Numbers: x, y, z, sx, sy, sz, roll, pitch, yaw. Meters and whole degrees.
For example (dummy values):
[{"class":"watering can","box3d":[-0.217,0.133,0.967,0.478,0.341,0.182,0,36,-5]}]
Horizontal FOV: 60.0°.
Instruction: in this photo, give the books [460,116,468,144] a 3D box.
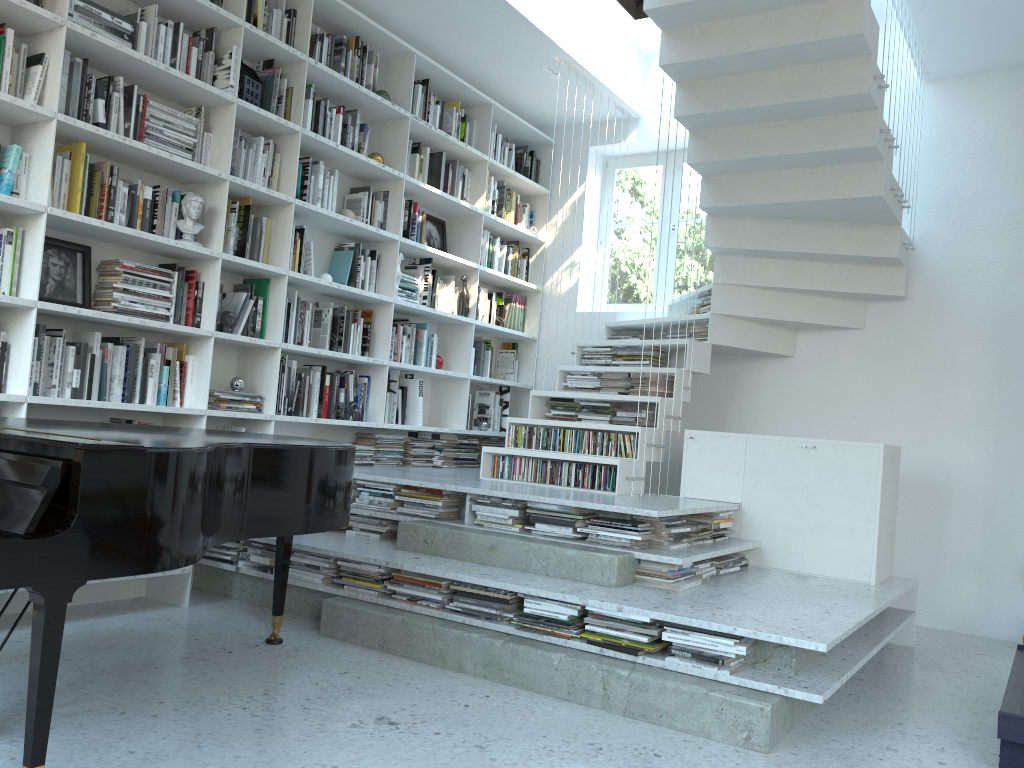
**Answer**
[{"class":"books","box3d":[-0.387,-1.661,5.932,0.186,0.235,0.018,3,-3,32]}]

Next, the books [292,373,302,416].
[{"class":"books","box3d":[-1.222,0.054,4.781,0.162,0.231,0.065,3,-3,32]}]

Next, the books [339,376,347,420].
[{"class":"books","box3d":[-1.024,0.079,5.102,0.164,0.249,0.012,3,-3,32]}]

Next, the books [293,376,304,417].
[{"class":"books","box3d":[-1.203,0.065,4.814,0.175,0.217,0.011,3,-3,32]}]

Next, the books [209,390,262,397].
[{"class":"books","box3d":[-1.397,0.044,4.396,0.161,0.012,0.254,2,-4,41]}]

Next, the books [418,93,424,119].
[{"class":"books","box3d":[-0.627,-1.698,5.567,0.148,0.231,0.031,3,-3,32]}]

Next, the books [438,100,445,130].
[{"class":"books","box3d":[-0.522,-1.694,5.734,0.164,0.257,0.030,3,-3,32]}]

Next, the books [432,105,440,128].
[{"class":"books","box3d":[-0.551,-1.672,5.669,0.190,0.202,0.024,3,-3,32]}]

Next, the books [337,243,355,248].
[{"class":"books","box3d":[-0.972,-0.672,5.144,0.135,0.290,0.016,3,-3,32]}]

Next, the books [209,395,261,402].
[{"class":"books","box3d":[-1.397,0.068,4.394,0.161,0.012,0.254,3,-4,32]}]

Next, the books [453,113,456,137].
[{"class":"books","box3d":[-0.450,-1.664,5.836,0.182,0.220,0.008,3,-3,32]}]

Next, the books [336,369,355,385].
[{"class":"books","box3d":[-0.983,0.063,5.172,0.134,0.293,0.013,3,-3,32]}]

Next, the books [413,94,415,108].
[{"class":"books","box3d":[-0.679,-1.707,5.480,0.168,0.231,0.024,3,-3,32]}]

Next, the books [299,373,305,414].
[{"class":"books","box3d":[-1.200,0.057,4.837,0.142,0.234,0.029,3,-3,32]}]

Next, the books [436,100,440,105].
[{"class":"books","box3d":[-0.544,-1.695,5.723,0.161,0.254,0.012,3,-3,32]}]

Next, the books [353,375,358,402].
[{"class":"books","box3d":[-0.976,0.079,5.187,0.150,0.264,0.021,3,-3,32]}]

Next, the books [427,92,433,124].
[{"class":"books","box3d":[-0.585,-1.708,5.620,0.168,0.262,0.014,3,-3,32]}]

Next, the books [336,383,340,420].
[{"class":"books","box3d":[-1.051,0.094,5.068,0.135,0.211,0.022,3,-3,32]}]

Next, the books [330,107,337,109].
[{"class":"books","box3d":[-1.040,-1.415,4.991,0.120,0.271,0.010,3,-3,32]}]

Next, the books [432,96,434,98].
[{"class":"books","box3d":[-0.572,-1.701,5.659,0.151,0.254,0.021,3,-3,32]}]

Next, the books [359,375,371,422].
[{"class":"books","box3d":[-0.915,0.085,5.265,0.171,0.272,0.025,3,-3,32]}]

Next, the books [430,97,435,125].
[{"class":"books","box3d":[-0.577,-1.693,5.635,0.172,0.236,0.022,3,-3,32]}]

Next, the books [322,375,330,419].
[{"class":"books","box3d":[-1.104,0.067,4.957,0.184,0.244,0.031,3,-3,32]}]

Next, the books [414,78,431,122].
[{"class":"books","box3d":[-0.602,-1.746,5.583,0.180,0.332,0.014,3,-3,32]}]

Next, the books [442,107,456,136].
[{"class":"books","box3d":[-0.453,-1.683,5.824,0.169,0.256,0.019,3,-3,32]}]

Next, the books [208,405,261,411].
[{"class":"books","box3d":[-1.410,0.116,4.399,0.159,0.012,0.285,2,-4,37]}]

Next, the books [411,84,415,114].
[{"class":"books","box3d":[-0.685,-1.715,5.454,0.184,0.241,0.026,3,-3,32]}]

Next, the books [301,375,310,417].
[{"class":"books","box3d":[-1.183,0.063,4.857,0.159,0.228,0.024,3,-3,32]}]

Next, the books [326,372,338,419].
[{"class":"books","box3d":[-1.068,0.064,5.023,0.173,0.262,0.026,3,-3,32]}]

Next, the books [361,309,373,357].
[{"class":"books","box3d":[-0.896,-0.294,5.252,0.162,0.295,0.007,3,-3,32]}]

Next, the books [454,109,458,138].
[{"class":"books","box3d":[-0.443,-1.678,5.856,0.189,0.251,0.016,3,-3,32]}]

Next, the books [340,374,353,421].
[{"class":"books","box3d":[-0.998,0.074,5.132,0.186,0.266,0.070,3,-3,32]}]

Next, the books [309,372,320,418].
[{"class":"books","box3d":[-1.144,0.056,4.893,0.181,0.252,0.025,3,-3,32]}]

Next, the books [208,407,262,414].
[{"class":"books","box3d":[-1.407,0.129,4.395,0.159,0.012,0.285,3,-4,35]}]

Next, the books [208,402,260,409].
[{"class":"books","box3d":[-1.407,0.105,4.398,0.161,0.012,0.254,2,-4,38]}]

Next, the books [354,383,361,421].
[{"class":"books","box3d":[-0.959,0.104,5.194,0.168,0.220,0.013,3,-3,32]}]

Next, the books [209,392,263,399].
[{"class":"books","box3d":[-1.403,0.056,4.400,0.159,0.012,0.285,2,-4,36]}]

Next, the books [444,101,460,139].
[{"class":"books","box3d":[-0.424,-1.710,5.881,0.165,0.320,0.007,3,-3,32]}]

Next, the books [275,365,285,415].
[{"class":"books","box3d":[-1.277,0.028,4.662,0.186,0.262,0.023,3,-3,32]}]

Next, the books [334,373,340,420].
[{"class":"books","box3d":[-1.060,0.066,5.048,0.169,0.263,0.026,3,-3,32]}]

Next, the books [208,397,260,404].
[{"class":"books","box3d":[-1.407,0.080,4.400,0.161,0.012,0.254,2,-4,37]}]

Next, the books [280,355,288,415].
[{"class":"books","box3d":[-1.267,0.002,4.678,0.186,0.316,0.010,3,-3,32]}]

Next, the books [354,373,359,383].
[{"class":"books","box3d":[-0.971,0.073,5.219,0.143,0.282,0.012,3,-3,32]}]

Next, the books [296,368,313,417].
[{"class":"books","box3d":[-1.169,0.045,4.872,0.171,0.267,0.014,3,-3,32]}]

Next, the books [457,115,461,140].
[{"class":"books","box3d":[-0.418,-1.662,5.881,0.170,0.225,0.007,3,-3,32]}]

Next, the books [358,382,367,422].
[{"class":"books","box3d":[-0.937,0.103,5.217,0.175,0.228,0.025,3,-3,32]}]

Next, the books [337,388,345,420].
[{"class":"books","box3d":[-1.034,0.111,5.084,0.169,0.181,0.025,3,-3,32]}]

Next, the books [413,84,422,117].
[{"class":"books","box3d":[-0.644,-1.725,5.534,0.150,0.278,0.048,3,-3,32]}]

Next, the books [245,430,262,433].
[{"class":"books","box3d":[-1.334,0.375,4.450,0.172,0.285,0.021,3,-3,32]}]

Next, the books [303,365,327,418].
[{"class":"books","box3d":[-1.110,0.041,4.939,0.175,0.293,0.012,3,-3,32]}]

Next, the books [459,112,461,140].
[{"class":"books","box3d":[-0.414,-1.672,5.900,0.164,0.248,0.031,3,-3,32]}]

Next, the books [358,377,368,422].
[{"class":"books","box3d":[-0.928,0.090,5.243,0.156,0.258,0.026,3,-3,32]}]

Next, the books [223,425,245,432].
[{"class":"books","box3d":[-1.396,0.359,4.386,0.149,0.300,0.032,3,-3,32]}]

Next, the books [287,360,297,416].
[{"class":"books","box3d":[-1.237,0.018,4.726,0.188,0.294,0.030,3,-3,32]}]

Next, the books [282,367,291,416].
[{"class":"books","box3d":[-1.253,0.035,4.703,0.178,0.256,0.023,3,-3,32]}]

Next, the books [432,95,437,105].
[{"class":"books","box3d":[-0.561,-1.710,5.700,0.153,0.279,0.012,3,-3,32]}]

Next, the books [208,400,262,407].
[{"class":"books","box3d":[-1.404,0.093,4.397,0.159,0.012,0.285,3,-4,35]}]

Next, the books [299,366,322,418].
[{"class":"books","box3d":[-1.136,0.043,4.940,0.159,0.285,0.012,3,-3,32]}]
